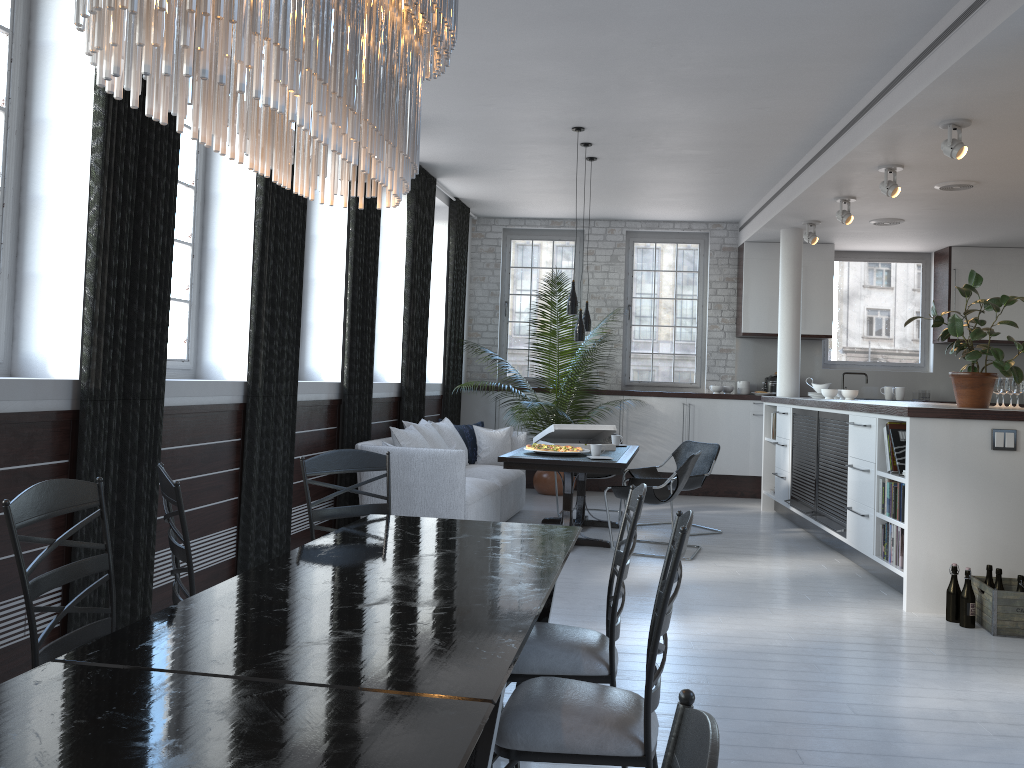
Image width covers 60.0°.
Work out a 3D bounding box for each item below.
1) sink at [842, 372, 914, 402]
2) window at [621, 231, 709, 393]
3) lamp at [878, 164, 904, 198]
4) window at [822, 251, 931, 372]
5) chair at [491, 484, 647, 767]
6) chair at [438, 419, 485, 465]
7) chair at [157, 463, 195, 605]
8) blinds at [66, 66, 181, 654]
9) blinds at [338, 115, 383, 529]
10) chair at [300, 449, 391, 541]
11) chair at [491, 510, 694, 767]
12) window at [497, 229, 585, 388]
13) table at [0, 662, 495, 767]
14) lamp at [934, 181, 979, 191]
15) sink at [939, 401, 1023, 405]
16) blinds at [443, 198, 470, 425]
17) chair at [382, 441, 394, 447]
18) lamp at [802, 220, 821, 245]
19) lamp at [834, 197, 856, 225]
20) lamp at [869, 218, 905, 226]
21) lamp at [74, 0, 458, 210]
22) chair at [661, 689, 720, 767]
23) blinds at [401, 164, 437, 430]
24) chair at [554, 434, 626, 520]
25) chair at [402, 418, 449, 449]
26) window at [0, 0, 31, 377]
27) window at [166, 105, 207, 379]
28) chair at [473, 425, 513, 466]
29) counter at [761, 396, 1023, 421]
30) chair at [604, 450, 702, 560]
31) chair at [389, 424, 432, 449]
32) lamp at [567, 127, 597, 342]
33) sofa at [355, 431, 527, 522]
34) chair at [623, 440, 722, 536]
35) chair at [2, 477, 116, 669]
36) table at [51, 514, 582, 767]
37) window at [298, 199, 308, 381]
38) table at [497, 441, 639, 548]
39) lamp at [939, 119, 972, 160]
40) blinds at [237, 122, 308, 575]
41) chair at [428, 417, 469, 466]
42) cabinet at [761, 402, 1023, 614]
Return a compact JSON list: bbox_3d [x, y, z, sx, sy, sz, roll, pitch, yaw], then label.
[{"bbox_3d":[3.644,0.148,8.976,0.648,0.519,0.546,2,-1,4],"label":"sink"},{"bbox_3d":[2.712,-1.214,15.497,8.136,6.077,9.138,2,0,4],"label":"window"},{"bbox_3d":[2.893,-1.538,6.770,0.183,0.239,0.183,2,-1,8],"label":"lamp"},{"bbox_3d":[4.439,-0.892,10.839,1.298,1.460,0.133,2,-2,4],"label":"window"},{"bbox_3d":[0.168,0.799,2.856,0.503,0.965,0.496,2,-2,4],"label":"chair"},{"bbox_3d":[-0.502,0.584,8.593,0.333,0.499,0.623,1,-1,44],"label":"chair"},{"bbox_3d":[-0.976,0.758,3.052,0.503,0.965,0.496,3,-2,-28],"label":"chair"},{"bbox_3d":[-1.759,-0.451,4.104,0.088,3.318,0.622,2,-2,10],"label":"blinds"},{"bbox_3d":[-1.205,-0.445,7.107,0.099,3.318,0.622,2,-2,11],"label":"blinds"},{"bbox_3d":[-0.584,0.769,3.625,0.496,0.965,0.503,3,-2,-32],"label":"chair"},{"bbox_3d":[0.202,0.802,2.290,0.503,0.965,0.495,2,-2,9],"label":"chair"},{"bbox_3d":[0.364,-0.956,11.149,1.033,1.993,0.133,2,-2,4],"label":"window"},{"bbox_3d":[-0.639,0.904,0.668,0.891,0.697,1.994,2,0,9],"label":"table"},{"bbox_3d":[3.648,-1.625,7.275,0.328,0.025,0.328,2,0,9],"label":"lamp"},{"bbox_3d":[5.458,0.150,10.295,0.916,0.414,0.433,2,-1,4],"label":"sink"},{"bbox_3d":[-0.659,-0.440,10.211,0.102,3.318,0.622,2,-2,10],"label":"blinds"},{"bbox_3d":[-0.832,0.641,6.670,0.234,0.395,0.468,3,-1,-27],"label":"chair"},{"bbox_3d":[3.069,-1.542,9.089,0.183,0.239,0.183,2,-1,8],"label":"lamp"},{"bbox_3d":[2.981,-1.540,7.929,0.183,0.239,0.183,2,-1,8],"label":"lamp"},{"bbox_3d":[3.773,-1.628,8.922,0.328,0.025,0.328,2,0,-21],"label":"lamp"},{"bbox_3d":[-0.402,-1.242,1.738,0.441,1.628,1.271,2,-1,10],"label":"lamp"},{"bbox_3d":[-0.075,0.799,0.831,0.503,0.965,0.495,2,-2,12],"label":"chair"},{"bbox_3d":[-0.921,-0.442,8.655,0.111,3.318,0.738,2,-2,10],"label":"blinds"},{"bbox_3d":[0.773,0.879,8.566,0.671,0.779,0.664,2,-1,10],"label":"chair"},{"bbox_3d":[-0.694,0.567,7.678,0.392,0.506,0.596,2,-1,11],"label":"chair"},{"bbox_3d":[-2.268,-1.025,3.438,0.133,1.993,1.032,2,-2,10],"label":"window"},{"bbox_3d":[-1.992,-1.022,4.955,0.133,1.993,1.032,2,-2,10],"label":"window"},{"bbox_3d":[-0.169,0.621,8.629,0.457,0.439,0.219,2,-2,-26],"label":"chair"},{"bbox_3d":[3.202,0.185,7.244,1.446,0.061,4.197,2,0,4],"label":"counter"},{"bbox_3d":[1.112,0.899,6.877,0.665,0.779,0.670,2,-1,20],"label":"chair"},{"bbox_3d":[-0.779,0.560,7.213,0.360,0.437,0.529,2,-1,12],"label":"chair"},{"bbox_3d":[0.603,-1.288,7.540,0.114,1.855,1.054,2,-2,12],"label":"lamp"},{"bbox_3d":[-0.528,0.839,7.629,0.920,0.772,2.654,2,0,11],"label":"sofa"},{"bbox_3d":[1.447,0.906,7.867,0.664,0.779,0.671,3,-1,-30],"label":"chair"},{"bbox_3d":[-1.059,0.758,2.444,0.503,0.965,0.495,2,-2,9],"label":"chair"},{"bbox_3d":[-0.324,0.906,2.643,0.891,0.697,1.994,2,0,9],"label":"table"},{"bbox_3d":[-1.717,-1.020,6.472,0.133,1.993,1.032,2,-2,10],"label":"window"},{"bbox_3d":[0.532,0.911,7.457,0.959,0.704,1.916,2,0,11],"label":"table"},{"bbox_3d":[2.805,-1.535,5.611,0.183,0.239,0.183,2,-1,8],"label":"lamp"},{"bbox_3d":[-1.491,-0.448,5.621,0.102,3.318,0.622,2,-2,10],"label":"blinds"},{"bbox_3d":[-0.597,0.547,8.154,0.375,0.465,0.565,2,-1,12],"label":"chair"},{"bbox_3d":[3.180,0.773,7.213,1.500,1.172,4.166,2,0,4],"label":"cabinet"}]
